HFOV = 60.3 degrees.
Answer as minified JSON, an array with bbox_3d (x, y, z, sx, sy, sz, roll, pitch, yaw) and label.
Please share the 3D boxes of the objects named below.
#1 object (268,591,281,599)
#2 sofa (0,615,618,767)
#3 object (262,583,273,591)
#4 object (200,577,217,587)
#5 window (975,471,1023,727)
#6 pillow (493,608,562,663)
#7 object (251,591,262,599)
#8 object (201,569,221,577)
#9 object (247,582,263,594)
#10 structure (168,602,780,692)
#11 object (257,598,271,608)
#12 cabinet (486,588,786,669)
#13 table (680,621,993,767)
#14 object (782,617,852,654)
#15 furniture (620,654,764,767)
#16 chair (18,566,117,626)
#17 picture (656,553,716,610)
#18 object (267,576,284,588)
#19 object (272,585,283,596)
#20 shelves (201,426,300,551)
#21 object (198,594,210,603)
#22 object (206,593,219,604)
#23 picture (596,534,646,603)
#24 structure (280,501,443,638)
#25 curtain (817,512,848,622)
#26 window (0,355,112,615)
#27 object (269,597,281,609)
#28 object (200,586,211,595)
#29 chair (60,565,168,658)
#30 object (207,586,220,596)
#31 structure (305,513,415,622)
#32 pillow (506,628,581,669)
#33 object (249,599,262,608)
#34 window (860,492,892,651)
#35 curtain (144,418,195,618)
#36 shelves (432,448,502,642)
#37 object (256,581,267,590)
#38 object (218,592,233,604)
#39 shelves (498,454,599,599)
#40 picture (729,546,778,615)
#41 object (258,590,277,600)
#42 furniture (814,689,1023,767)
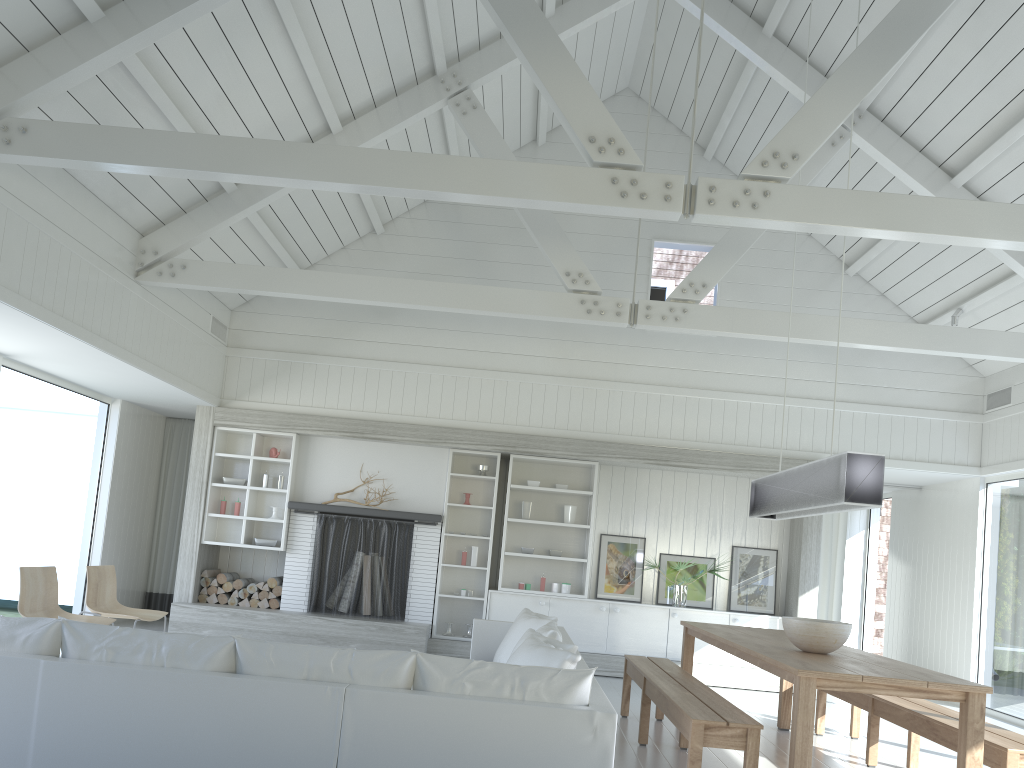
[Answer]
[{"bbox_3d":[-2.521,2.267,9.495,0.080,0.079,0.484,5,-11,0],"label":"object"},{"bbox_3d":[-1.314,1.752,5.560,3.475,0.730,4.186,5,-11,1],"label":"sofa"},{"bbox_3d":[-2.594,2.178,9.497,0.080,0.079,0.484,5,-11,0],"label":"object"},{"bbox_3d":[-3.231,2.130,9.517,0.109,0.108,0.500,5,-10,0],"label":"object"},{"bbox_3d":[4.825,1.140,3.779,0.080,2.393,11.067,5,-10,1],"label":"window"},{"bbox_3d":[0.145,1.943,6.469,0.463,0.472,2.080,6,-10,-6],"label":"pillow"},{"bbox_3d":[-2.700,2.263,9.490,0.080,0.079,0.484,5,-11,0],"label":"object"},{"bbox_3d":[-3.240,2.037,9.512,0.080,0.079,0.484,5,-11,0],"label":"object"},{"bbox_3d":[-2.739,2.195,9.509,0.109,0.108,0.500,5,-10,0],"label":"object"},{"bbox_3d":[-0.284,2.840,9.768,6.347,0.343,1.906,5,-11,1],"label":"structure"},{"bbox_3d":[-2.607,2.362,9.511,0.134,0.145,0.555,5,-10,1],"label":"object"},{"bbox_3d":[1.317,2.623,9.468,3.181,0.546,0.661,5,-8,1],"label":"cabinet"},{"bbox_3d":[1.751,2.022,5.524,0.905,0.755,2.986,5,-10,1],"label":"table"},{"bbox_3d":[1.772,1.472,5.140,0.390,0.183,0.394,7,-10,-8],"label":"object"},{"bbox_3d":[1.016,2.100,5.516,0.340,0.466,2.714,5,-11,1],"label":"furniture"},{"bbox_3d":[-3.051,1.633,5.914,0.555,0.773,0.602,5,-7,1],"label":"chair"},{"bbox_3d":[1.878,2.126,9.501,0.609,0.548,0.054,5,-5,1],"label":"picture"},{"bbox_3d":[-2.525,2.138,9.513,0.110,0.110,0.500,5,-10,0],"label":"object"},{"bbox_3d":[-2.469,2.222,9.505,0.109,0.108,0.500,5,-10,0],"label":"object"},{"bbox_3d":[-2.755,1.143,9.506,0.865,1.228,0.554,5,-6,1],"label":"shelves"},{"bbox_3d":[-3.250,2.308,9.511,0.108,0.105,0.521,5,-11,0],"label":"object"},{"bbox_3d":[-3.148,2.314,9.518,0.134,0.145,0.555,5,-10,1],"label":"object"},{"bbox_3d":[1.174,1.986,9.506,0.494,0.697,0.066,5,-5,1],"label":"picture"},{"bbox_3d":[-1.587,2.002,9.543,1.616,1.275,0.869,5,-7,1],"label":"structure"},{"bbox_3d":[3.474,2.275,10.514,1.006,2.349,0.117,5,-5,1],"label":"curtain"},{"bbox_3d":[-4.385,0.526,5.000,0.080,2.394,8.824,5,-10,1],"label":"window"},{"bbox_3d":[-2.503,2.353,9.495,0.110,0.110,0.500,5,-10,0],"label":"object"},{"bbox_3d":[-3.241,2.215,9.497,0.080,0.079,0.484,5,-11,0],"label":"object"},{"bbox_3d":[-2.991,1.786,6.691,0.555,0.773,0.602,5,-7,1],"label":"chair"},{"bbox_3d":[-3.155,2.220,9.509,0.109,0.108,0.500,5,-10,0],"label":"object"},{"bbox_3d":[-1.586,1.912,9.191,1.097,1.054,0.117,5,-5,0],"label":"structure"},{"bbox_3d":[0.097,1.622,4.811,0.466,0.473,1.332,6,-10,-7],"label":"pillow"},{"bbox_3d":[-2.709,2.357,9.504,0.108,0.105,0.521,5,-11,0],"label":"object"},{"bbox_3d":[4.899,2.674,11.792,0.037,2.406,0.955,5,-5,1],"label":"window"},{"bbox_3d":[-3.948,1.584,10.471,0.630,2.349,0.117,5,-5,0],"label":"curtain"},{"bbox_3d":[-0.478,1.749,9.574,0.540,1.982,0.611,5,-5,1],"label":"shelves"},{"bbox_3d":[-2.656,2.161,9.498,0.086,0.090,0.485,5,-11,0],"label":"object"},{"bbox_3d":[-3.044,2.305,9.503,0.110,0.110,0.500,5,-10,0],"label":"object"},{"bbox_3d":[0.387,1.552,9.585,0.939,1.430,0.611,5,-6,1],"label":"shelves"},{"bbox_3d":[2.599,2.114,9.487,0.494,0.697,0.066,5,-5,1],"label":"picture"},{"bbox_3d":[-2.614,2.269,9.502,0.109,0.108,0.500,5,-10,0],"label":"object"},{"bbox_3d":[2.508,2.234,5.497,0.340,0.466,2.714,5,-11,1],"label":"furniture"}]
